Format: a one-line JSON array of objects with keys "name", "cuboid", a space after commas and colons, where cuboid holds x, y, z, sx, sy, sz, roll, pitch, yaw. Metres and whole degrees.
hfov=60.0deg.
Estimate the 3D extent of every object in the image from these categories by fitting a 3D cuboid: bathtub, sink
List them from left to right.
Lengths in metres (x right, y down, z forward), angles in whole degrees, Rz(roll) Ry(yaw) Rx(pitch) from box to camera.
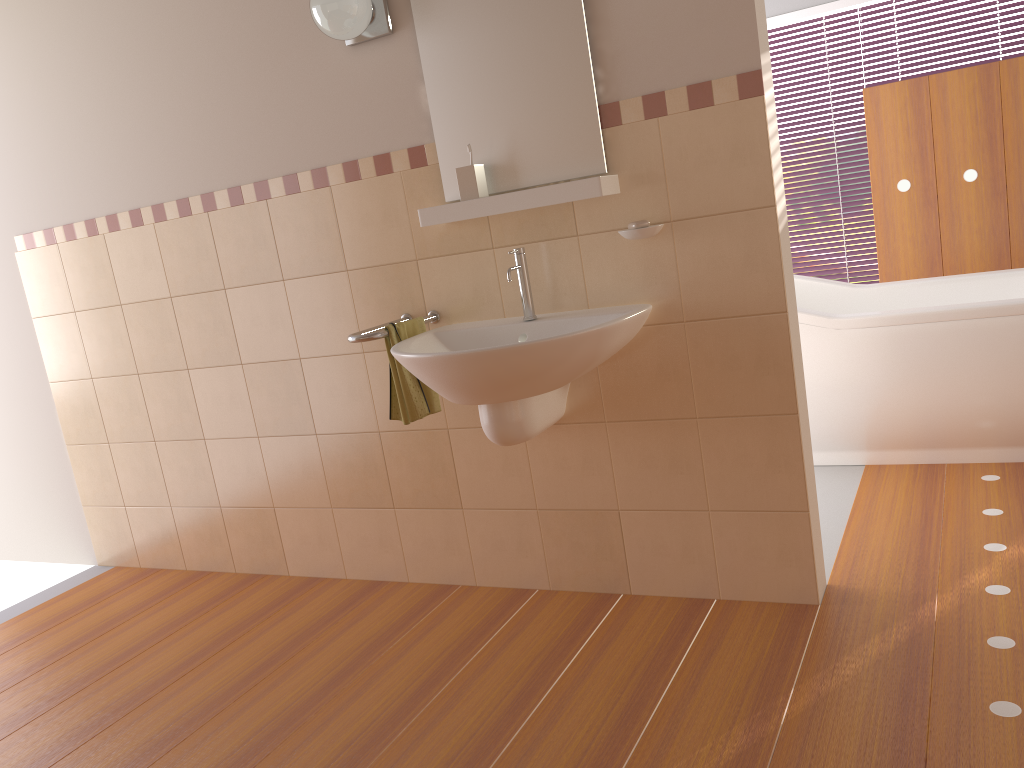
[{"name": "sink", "cuboid": [-0.014, -0.082, 2.327, 0.683, 0.516, 0.539, -4, 12, 28]}, {"name": "bathtub", "cuboid": [1.613, -0.221, 3.551, 1.874, 0.900, 0.888, -4, 12, 28]}]

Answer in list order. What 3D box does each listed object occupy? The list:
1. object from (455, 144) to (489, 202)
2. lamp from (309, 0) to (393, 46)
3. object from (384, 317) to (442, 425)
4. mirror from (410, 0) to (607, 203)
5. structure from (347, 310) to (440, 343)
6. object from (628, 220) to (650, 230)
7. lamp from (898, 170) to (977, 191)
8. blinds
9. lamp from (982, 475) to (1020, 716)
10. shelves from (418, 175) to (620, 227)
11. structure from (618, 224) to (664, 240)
[{"name": "object", "cuboid": [-0.117, -0.587, 2.464, 0.063, 0.149, 0.073, -4, 12, 28]}, {"name": "lamp", "cuboid": [-0.467, -1.053, 2.484, 0.173, 0.173, 0.209, -4, 12, 28]}, {"name": "object", "cuboid": [-0.286, -0.041, 2.589, 0.085, 0.306, 0.181, 1, 15, 44]}, {"name": "mirror", "cuboid": [-0.035, -0.931, 2.395, 0.502, 0.799, 0.008, -4, 12, 28]}, {"name": "structure", "cuboid": [-0.355, -0.163, 2.597, 0.142, 0.042, 0.333, -4, 12, 28]}, {"name": "object", "cuboid": [0.330, -0.415, 2.315, 0.050, 0.023, 0.075, -11, 11, -7]}, {"name": "lamp", "cuboid": [2.339, -0.969, 3.917, 1.169, 0.052, 0.001, -4, 12, 28]}, {"name": "blinds", "cuboid": [2.694, -1.347, 5.380, 4.712, 2.022, 0.032, -4, 12, 28]}, {"name": "lamp", "cuboid": [-0.349, 0.756, 2.577, 3.173, 0.001, 2.893, -4, 12, 28]}, {"name": "shelves", "cuboid": [0.012, -0.500, 2.429, 0.554, 0.050, 0.138, -4, 12, 28]}, {"name": "structure", "cuboid": [0.332, -0.393, 2.319, 0.117, 0.029, 0.092, -4, 12, 28]}]
